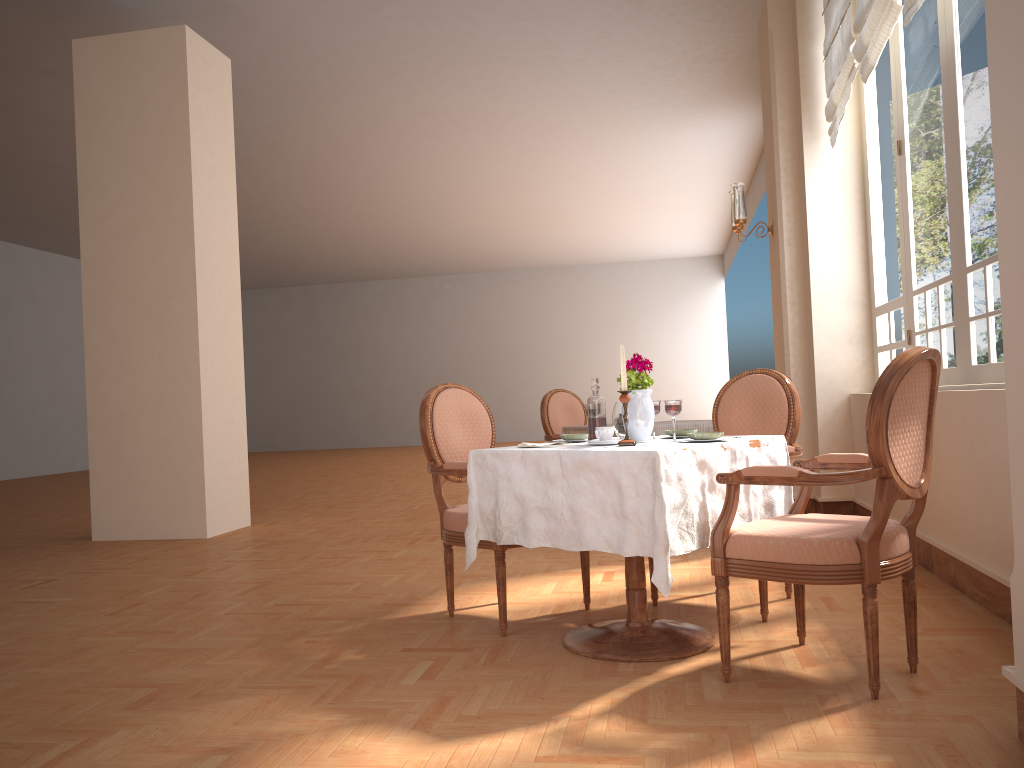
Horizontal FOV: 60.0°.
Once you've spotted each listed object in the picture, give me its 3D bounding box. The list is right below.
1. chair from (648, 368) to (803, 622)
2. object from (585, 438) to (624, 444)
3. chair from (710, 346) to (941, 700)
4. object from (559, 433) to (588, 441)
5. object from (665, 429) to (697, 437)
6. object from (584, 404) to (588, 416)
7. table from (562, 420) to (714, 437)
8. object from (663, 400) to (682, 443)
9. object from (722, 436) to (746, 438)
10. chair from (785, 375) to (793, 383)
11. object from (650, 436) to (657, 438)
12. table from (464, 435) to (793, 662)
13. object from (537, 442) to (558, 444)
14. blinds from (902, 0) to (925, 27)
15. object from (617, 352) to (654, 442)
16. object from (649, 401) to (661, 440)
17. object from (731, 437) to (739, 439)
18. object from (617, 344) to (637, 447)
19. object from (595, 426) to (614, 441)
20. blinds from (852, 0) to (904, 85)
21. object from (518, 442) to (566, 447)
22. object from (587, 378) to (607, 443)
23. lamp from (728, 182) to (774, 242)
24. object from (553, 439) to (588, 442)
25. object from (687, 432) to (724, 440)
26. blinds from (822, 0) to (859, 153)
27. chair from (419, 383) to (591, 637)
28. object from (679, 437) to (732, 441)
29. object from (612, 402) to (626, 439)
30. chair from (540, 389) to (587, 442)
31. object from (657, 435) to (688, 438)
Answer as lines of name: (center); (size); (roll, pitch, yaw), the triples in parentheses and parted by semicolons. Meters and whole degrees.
chair: (0.884, 0.403, 3.549); (0.521, 0.931, 0.593); (-4, -1, 43)
object: (0.310, 0.191, 2.936); (0.119, 0.016, 0.119); (-4, -2, 30)
chair: (0.933, 0.376, 2.561); (0.593, 0.931, 0.521); (-4, -1, 43)
object: (0.234, 0.198, 3.274); (0.117, 0.024, 0.117); (-3, -2, 20)
object: (0.611, 0.178, 3.206); (0.117, 0.024, 0.117); (-2, -1, -11)
object: (0.289, 0.137, 3.127); (0.062, 0.135, 0.062); (-3, -1, 41)
table: (0.871, 0.581, 5.516); (0.831, 0.677, 0.829); (-2, -1, -35)
object: (0.520, 0.119, 2.847); (0.062, 0.135, 0.062); (-3, -1, 41)
object: (0.725, 0.176, 2.945); (0.027, 0.006, 0.125); (-1, -2, -44)
chair: (1.283, 0.420, 4.949); (0.521, 0.931, 0.593); (-2, -1, -35)
object: (0.531, 0.196, 3.293); (0.125, 0.002, 0.016); (-1, -2, -43)
table: (0.411, 0.537, 3.037); (0.829, 0.680, 0.836); (-4, -2, 44)
object: (0.136, 0.210, 3.169); (0.125, 0.006, 0.027); (-4, -2, 43)
blinds: (1.583, -2.165, 3.430); (0.054, 1.301, 0.774); (-3, -1, 10)
object: (0.418, 0.043, 2.988); (0.124, 0.302, 0.143); (-3, -1, 8)
object: (0.495, 0.127, 3.107); (0.062, 0.135, 0.062); (-3, -1, 41)
object: (0.691, 0.178, 2.914); (0.013, 0.004, 0.127); (-1, -2, -43)
object: (0.358, 0.034, 2.810); (0.059, 0.325, 0.177); (-3, -1, 9)
object: (0.302, 0.167, 2.934); (0.078, 0.049, 0.062); (-2, -1, -18)
blinds: (1.722, -2.183, 4.257); (0.085, 1.235, 0.787); (-3, -1, 10)
object: (0.071, 0.205, 3.017); (0.095, 0.012, 0.234); (-1, -2, -42)
object: (0.290, 0.091, 3.037); (0.074, 0.222, 0.074); (-3, -1, -11)
lamp: (1.643, -1.178, 6.091); (0.274, 0.362, 0.320); (-3, -1, 10)
object: (0.234, 0.208, 3.274); (0.171, 0.005, 0.171); (-1, -2, -43)
object: (0.621, 0.168, 2.845); (0.117, 0.024, 0.117); (-2, -2, -39)
blinds: (1.867, -2.099, 5.071); (0.072, 1.376, 0.843); (-3, -1, 11)
chair: (-0.060, 0.447, 3.518); (0.593, 0.931, 0.521); (-4, -1, 43)
object: (0.622, 0.179, 2.845); (0.171, 0.005, 0.171); (-2, -2, -30)
object: (0.398, 0.130, 3.110); (0.093, 0.138, 0.093); (-3, -1, 38)
chair: (0.497, 0.486, 6.083); (0.521, 0.931, 0.593); (-2, -1, -35)
object: (0.612, 0.189, 3.206); (0.171, 0.005, 0.171); (-4, -2, 40)
